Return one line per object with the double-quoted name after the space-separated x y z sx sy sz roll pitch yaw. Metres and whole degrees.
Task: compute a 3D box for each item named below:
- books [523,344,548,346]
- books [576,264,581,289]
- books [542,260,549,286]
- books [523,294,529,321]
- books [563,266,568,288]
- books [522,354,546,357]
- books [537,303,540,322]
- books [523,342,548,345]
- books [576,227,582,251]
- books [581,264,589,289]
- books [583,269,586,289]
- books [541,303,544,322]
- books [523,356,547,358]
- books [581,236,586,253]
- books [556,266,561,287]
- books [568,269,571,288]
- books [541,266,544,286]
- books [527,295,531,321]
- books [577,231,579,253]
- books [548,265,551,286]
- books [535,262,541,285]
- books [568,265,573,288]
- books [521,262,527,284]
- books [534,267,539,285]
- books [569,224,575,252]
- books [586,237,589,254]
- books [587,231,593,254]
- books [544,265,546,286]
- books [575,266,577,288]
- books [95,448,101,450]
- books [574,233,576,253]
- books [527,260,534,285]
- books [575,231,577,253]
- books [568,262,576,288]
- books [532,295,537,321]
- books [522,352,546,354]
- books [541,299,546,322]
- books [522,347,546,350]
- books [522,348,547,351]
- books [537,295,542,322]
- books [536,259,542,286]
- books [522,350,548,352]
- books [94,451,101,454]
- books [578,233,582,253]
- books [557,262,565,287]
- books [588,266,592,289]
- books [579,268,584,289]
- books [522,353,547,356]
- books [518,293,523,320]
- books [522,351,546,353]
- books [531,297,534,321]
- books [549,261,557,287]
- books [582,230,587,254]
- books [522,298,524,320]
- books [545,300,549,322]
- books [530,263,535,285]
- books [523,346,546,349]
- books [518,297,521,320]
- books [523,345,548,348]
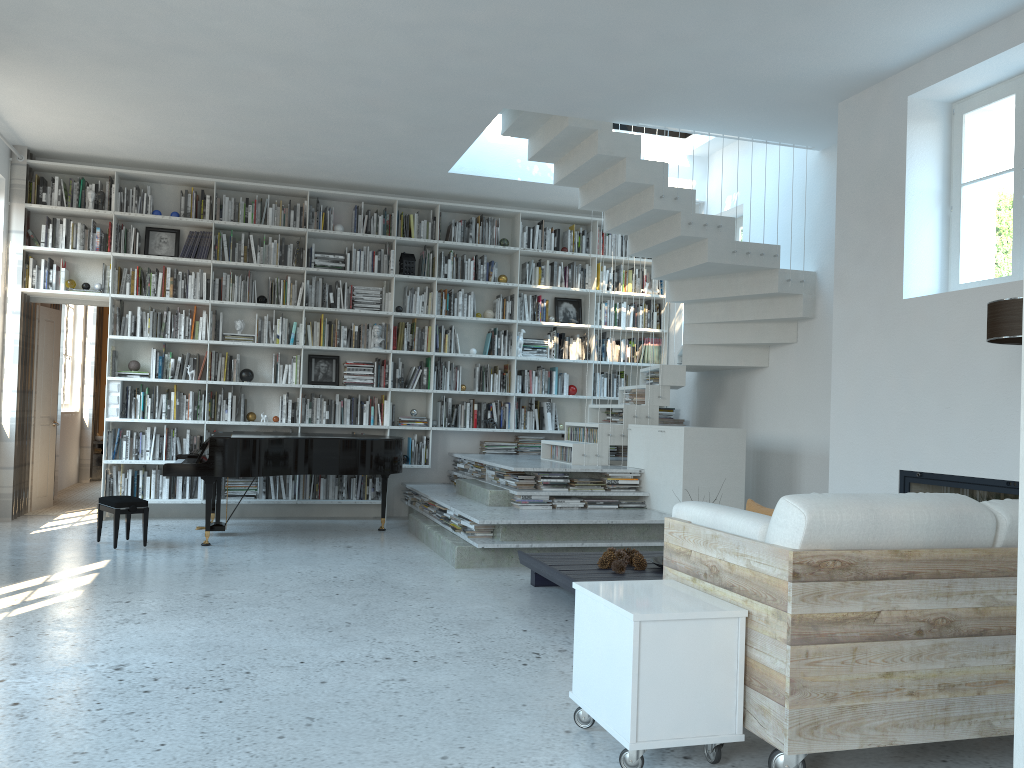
0.212 -0.400 9.206 0.285 0.012 0.159 2 -2 -15 "books"
0.678 -1.112 9.333 0.036 0.272 0.177 2 -1 -17 "books"
0.347 -1.134 9.241 0.026 0.288 0.156 2 -1 -17 "books"
0.128 -0.777 9.183 0.065 0.289 0.146 2 -1 -17 "books"
0.546 -1.102 9.289 0.014 0.240 0.189 2 -2 -17 "books"
0.206 -0.291 9.198 0.254 0.012 0.161 3 -2 -21 "books"
0.257 -0.731 9.200 0.013 0.207 0.189 2 -2 -17 "books"
0.214 -0.412 9.199 0.285 0.012 0.159 3 -2 -22 "books"
0.704 -1.491 9.367 0.020 0.299 0.131 2 -1 -17 "books"
0.766 -1.114 9.373 0.026 0.284 0.147 2 -1 -17 "books"
0.742 -1.090 9.370 0.022 0.234 0.158 2 -1 -17 "books"
0.288 -0.732 9.225 0.033 0.213 0.152 2 -2 -17 "books"
0.206 -0.279 9.197 0.285 0.012 0.159 2 -2 -13 "books"
0.729 -1.446 9.359 0.029 0.210 0.169 2 -2 -17 "books"
0.464 -1.101 9.261 0.030 0.230 0.187 2 -2 -17 "books"
0.577 -1.089 9.306 0.031 0.217 0.165 2 -2 -17 "books"
0.294 -1.105 9.231 0.030 0.224 0.158 2 -2 -17 "books"
0.167 -0.773 9.201 0.012 0.285 0.159 2 -1 -17 "books"
0.669 -1.472 9.358 0.017 0.257 0.146 2 -1 -17 "books"
0.367 -1.108 9.257 0.025 0.238 0.143 2 -1 -17 "books"
0.260 -1.125 9.213 0.026 0.261 0.167 2 -1 -17 "books"
0.601 -1.111 9.322 0.023 0.264 0.156 2 -1 -17 "books"
0.127 -1.127 9.186 0.012 0.254 0.161 2 -1 -17 "books"
0.235 -1.099 9.200 0.025 0.207 0.175 2 -2 -17 "books"
0.627 -1.506 9.331 0.007 0.320 0.165 2 -1 -17 "books"
0.775 -1.444 9.398 0.031 0.211 0.131 2 -1 -17 "books"
0.810 -1.469 9.385 0.026 0.263 0.163 2 -1 -17 "books"
0.316 -1.109 9.253 0.024 0.236 0.146 2 -1 -17 "books"
0.652 -1.102 9.334 0.011 0.249 0.152 2 -1 -17 "books"
-5.598 0.867 11.844 0.133 0.012 0.189 2 -2 1 "books"
0.634 -1.458 9.324 0.007 0.226 0.170 2 -2 -17 "books"
0.171 -1.139 9.197 0.051 0.282 0.166 2 -1 -17 "books"
0.650 -1.469 9.336 0.031 0.248 0.164 2 -1 -17 "books"
0.627 -1.126 9.316 0.022 0.294 0.181 2 -1 -17 "books"
0.224 -0.772 9.204 0.012 0.287 0.176 2 -1 -17 "books"
0.207 -0.315 9.198 0.254 0.012 0.161 2 -2 -13 "books"
0.315 -0.751 9.233 0.021 0.253 0.167 2 -1 -17 "books"
0.207 -0.363 9.208 0.254 0.012 0.161 2 -2 -17 "books"
0.210 -0.351 9.198 0.254 0.012 0.161 3 -2 -22 "books"
0.268 -0.769 9.215 0.014 0.285 0.175 2 -1 -17 "books"
0.276 -1.141 9.227 0.011 0.296 0.162 2 -1 -17 "books"
0.208 -0.339 9.204 0.285 0.012 0.159 3 -2 -19 "books"
-5.594 0.910 11.836 0.128 0.030 0.182 2 -2 5 "books"
0.691 -1.461 9.342 0.018 0.235 0.186 2 -2 -17 "books"
0.510 -1.124 9.303 0.048 0.283 0.162 2 -1 -17 "books"
0.794 -1.104 9.379 0.031 0.265 0.169 2 -1 -17 "books"
0.707 -1.095 9.349 0.030 0.241 0.162 2 -1 -17 "books"
0.207 -0.303 9.196 0.285 0.012 0.159 2 -2 -12 "books"
0.078 -0.785 9.172 0.015 0.300 0.140 2 -1 -17 "books"
0.206 -0.327 9.203 0.254 0.012 0.161 2 -2 -15 "books"
0.190 -0.764 9.219 0.043 0.269 0.131 2 -1 -17 "books"
0.410 -1.122 9.215 0.032 0.265 0.245 2 -2 -17 "books"
0.751 -1.479 9.385 0.025 0.279 0.136 2 -1 -17 "books"
0.092 -0.758 9.166 0.011 0.248 0.155 2 -1 -17 "books"
0.340 -0.746 9.230 0.026 0.243 0.178 2 -2 -17 "books"
0.205 -1.121 9.216 0.026 0.250 0.130 2 -1 -17 "books"
0.213 -0.376 9.199 0.254 0.012 0.161 2 -2 -12 "books"
0.052 -0.762 9.178 0.030 0.253 0.128 2 -1 -17 "books"
0.212 -0.388 9.203 0.285 0.012 0.159 3 -2 -20 "books"
